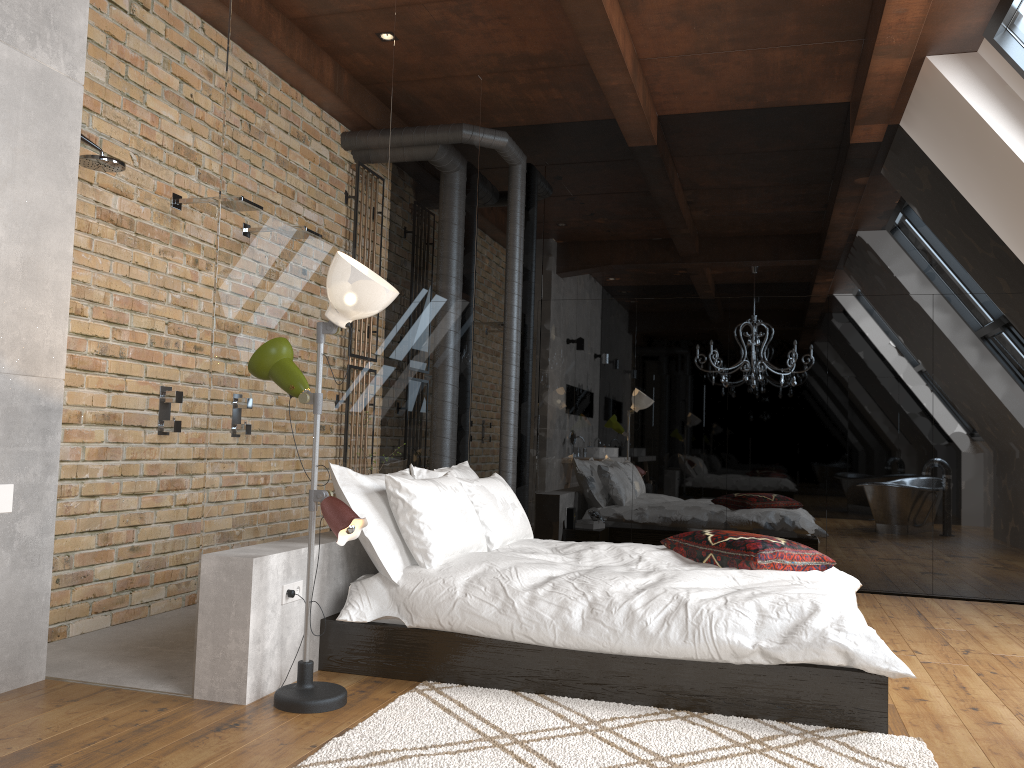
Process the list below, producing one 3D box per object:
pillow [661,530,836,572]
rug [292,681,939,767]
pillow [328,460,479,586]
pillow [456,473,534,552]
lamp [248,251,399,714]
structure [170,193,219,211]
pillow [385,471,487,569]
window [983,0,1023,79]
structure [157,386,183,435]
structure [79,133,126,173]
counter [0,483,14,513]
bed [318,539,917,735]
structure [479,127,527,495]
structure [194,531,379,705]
[{"bbox_3d":[1.100,0.784,4.197,0.453,0.157,0.748,3,-4,-23],"label":"pillow"},{"bbox_3d":[0.057,1.022,1.613,1.726,0.019,3.139,1,-4,16],"label":"rug"},{"bbox_3d":[-0.372,0.626,4.339,0.358,0.517,1.746,1,-4,16],"label":"pillow"},{"bbox_3d":[-0.105,0.672,4.662,0.291,0.385,0.748,1,-4,16],"label":"pillow"},{"bbox_3d":[-0.702,0.315,3.139,0.561,1.582,0.270,1,-4,13],"label":"lamp"},{"bbox_3d":[-1.522,-0.937,4.518,0.453,0.079,0.192,1,-4,16],"label":"structure"},{"bbox_3d":[-0.326,0.592,3.903,0.276,0.397,0.744,1,-4,16],"label":"pillow"},{"bbox_3d":[3.069,-0.959,3.637,1.702,2.162,1.713,1,-4,16],"label":"window"},{"bbox_3d":[-1.730,0.137,4.498,0.092,0.248,0.090,1,-4,16],"label":"structure"},{"bbox_3d":[-1.799,-0.133,3.607,0.217,2.005,0.457,1,-4,13],"label":"structure"},{"bbox_3d":[-1.951,0.577,1.515,0.630,0.765,2.011,1,-4,16],"label":"counter"},{"bbox_3d":[0.574,0.997,4.196,2.169,0.442,2.300,1,-4,16],"label":"bed"},{"bbox_3d":[-0.589,-0.243,6.414,1.189,3.140,0.829,1,-4,16],"label":"structure"},{"bbox_3d":[-0.601,0.947,4.412,0.206,0.494,2.820,1,-4,16],"label":"structure"}]
